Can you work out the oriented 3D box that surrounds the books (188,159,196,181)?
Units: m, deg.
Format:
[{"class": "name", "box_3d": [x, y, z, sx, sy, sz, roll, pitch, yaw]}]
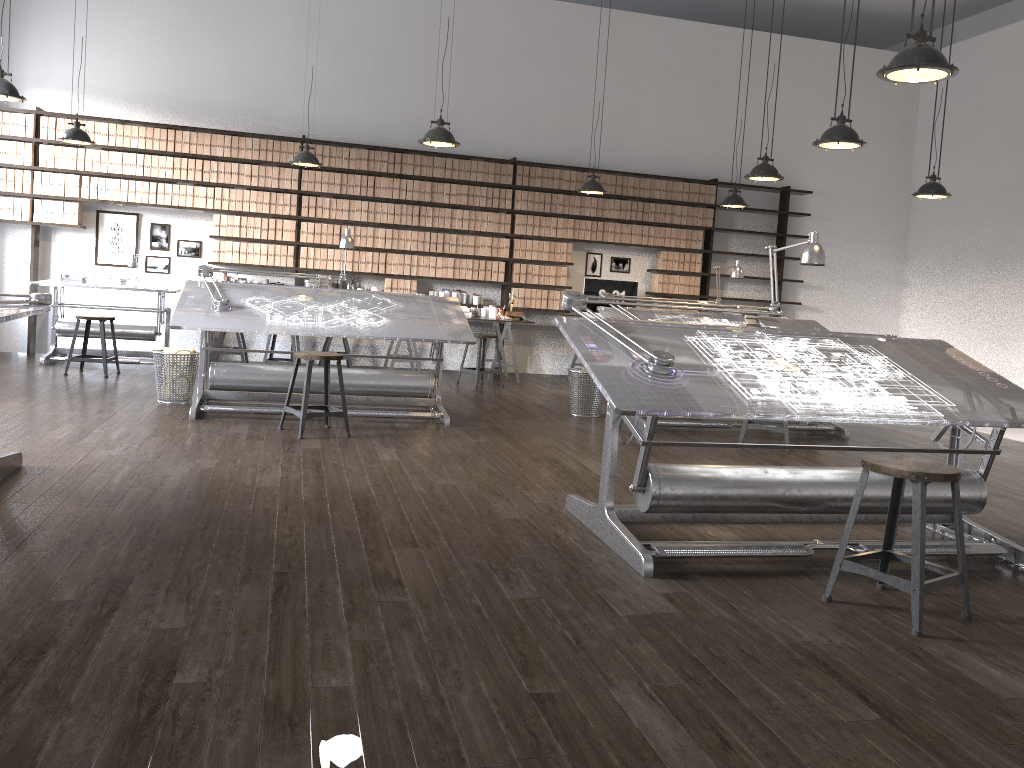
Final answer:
[{"class": "books", "box_3d": [-3.331, -2.221, 9.231, 0.066, 0.225, 0.175, 3, 5, -14]}]

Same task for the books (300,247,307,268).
[{"class": "books", "box_3d": [-2.249, -1.364, 9.556, 0.066, 0.225, 0.175, 3, 5, -14]}]

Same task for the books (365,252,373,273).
[{"class": "books", "box_3d": [-1.578, -1.336, 9.725, 0.066, 0.225, 0.175, 3, 5, -14]}]

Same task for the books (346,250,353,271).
[{"class": "books", "box_3d": [-1.780, -1.344, 9.673, 0.067, 0.225, 0.175, 3, 5, -14]}]

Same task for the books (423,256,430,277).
[{"class": "books", "box_3d": [-0.965, -1.312, 9.881, 0.066, 0.225, 0.175, 3, 5, -14]}]

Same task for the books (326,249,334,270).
[{"class": "books", "box_3d": [-1.976, -1.353, 9.625, 0.067, 0.225, 0.175, 3, 5, -14]}]

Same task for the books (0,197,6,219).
[{"class": "books", "box_3d": [-5.057, -1.749, 8.840, 0.066, 0.225, 0.175, 3, 5, -14]}]

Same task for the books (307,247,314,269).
[{"class": "books", "box_3d": [-2.180, -1.361, 9.577, 0.066, 0.225, 0.175, 3, 5, -14]}]

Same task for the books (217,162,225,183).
[{"class": "books", "box_3d": [-3.049, -2.210, 9.301, 0.066, 0.225, 0.175, 3, 5, -14]}]

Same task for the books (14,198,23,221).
[{"class": "books", "box_3d": [-4.925, -1.743, 8.869, 0.066, 0.225, 0.175, 3, 5, -14]}]

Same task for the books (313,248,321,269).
[{"class": "books", "box_3d": [-2.113, -1.359, 9.597, 0.066, 0.225, 0.175, 3, 5, -14]}]

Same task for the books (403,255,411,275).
[{"class": "books", "box_3d": [-1.169, -1.319, 9.825, 0.066, 0.225, 0.175, 3, 5, -14]}]

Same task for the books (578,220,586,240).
[{"class": "books", "box_3d": [0.789, -1.784, 10.277, 0.066, 0.225, 0.175, 3, 5, -14]}]

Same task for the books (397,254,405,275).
[{"class": "books", "box_3d": [-1.239, -1.322, 9.807, 0.067, 0.225, 0.175, 3, 5, -14]}]

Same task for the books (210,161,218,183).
[{"class": "books", "box_3d": [-3.116, -2.212, 9.280, 0.066, 0.225, 0.175, 3, 5, -14]}]

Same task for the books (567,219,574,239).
[{"class": "books", "box_3d": [0.656, -1.789, 10.238, 0.067, 0.225, 0.175, 3, 5, -14]}]

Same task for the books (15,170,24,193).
[{"class": "books", "box_3d": [-4.906, -2.019, 8.854, 0.067, 0.225, 0.175, 3, 5, -14]}]

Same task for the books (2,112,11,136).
[{"class": "books", "box_3d": [-4.997, -2.571, 8.795, 0.066, 0.225, 0.175, 3, 5, -14]}]

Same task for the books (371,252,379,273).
[{"class": "books", "box_3d": [-1.510, -1.334, 9.747, 0.066, 0.225, 0.175, 3, 5, -14]}]

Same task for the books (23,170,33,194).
[{"class": "books", "box_3d": [-4.836, -2.016, 8.877, 0.066, 0.225, 0.175, 3, 5, -14]}]

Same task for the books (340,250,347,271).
[{"class": "books", "box_3d": [-1.846, -1.348, 9.661, 0.066, 0.225, 0.175, 3, 5, -14]}]

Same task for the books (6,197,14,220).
[{"class": "books", "box_3d": [-4.995, -1.746, 8.851, 0.067, 0.225, 0.175, 3, 5, -14]}]

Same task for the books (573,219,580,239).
[{"class": "books", "box_3d": [0.720, -1.787, 10.260, 0.066, 0.225, 0.175, 3, 5, -14]}]

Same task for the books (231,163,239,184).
[{"class": "books", "box_3d": [-2.913, -2.203, 9.329, 0.067, 0.225, 0.175, 3, 5, -14]}]

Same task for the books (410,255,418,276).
[{"class": "books", "box_3d": [-1.099, -1.317, 9.846, 0.066, 0.225, 0.175, 3, 5, -14]}]

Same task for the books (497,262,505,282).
[{"class": "books", "box_3d": [-0.135, -1.277, 10.086, 0.066, 0.225, 0.175, 3, 5, -14]}]

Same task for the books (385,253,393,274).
[{"class": "books", "box_3d": [-1.365, -1.328, 9.783, 0.066, 0.225, 0.175, 3, 5, -14]}]

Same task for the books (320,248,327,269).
[{"class": "books", "box_3d": [-2.045, -1.356, 9.612, 0.066, 0.225, 0.175, 3, 5, -14]}]

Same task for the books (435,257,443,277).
[{"class": "books", "box_3d": [-0.826, -1.306, 9.914, 0.066, 0.225, 0.175, 3, 5, -14]}]

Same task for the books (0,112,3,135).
[{"class": "books", "box_3d": [-5.064, -2.574, 8.775, 0.066, 0.225, 0.175, 3, 5, -14]}]

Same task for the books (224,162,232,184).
[{"class": "books", "box_3d": [-2.980, -2.207, 9.318, 0.066, 0.225, 0.175, 3, 5, -14]}]

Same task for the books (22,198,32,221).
[{"class": "books", "box_3d": [-4.855, -1.741, 8.890, 0.066, 0.225, 0.175, 3, 5, -14]}]

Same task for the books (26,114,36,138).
[{"class": "books", "box_3d": [-4.790, -2.562, 8.843, 0.066, 0.225, 0.175, 3, 5, -14]}]

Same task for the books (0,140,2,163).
[{"class": "books", "box_3d": [-5.075, -2.298, 8.793, 0.066, 0.225, 0.175, 3, 5, -14]}]

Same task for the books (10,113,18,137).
[{"class": "books", "box_3d": [-4.929, -2.568, 8.810, 0.066, 0.225, 0.175, 3, 5, -14]}]

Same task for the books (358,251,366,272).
[{"class": "books", "box_3d": [-1.647, -1.340, 9.712, 0.066, 0.225, 0.175, 3, 5, -14]}]

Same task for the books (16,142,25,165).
[{"class": "books", "box_3d": [-4.885, -2.291, 8.843, 0.066, 0.225, 0.175, 3, 5, -14]}]

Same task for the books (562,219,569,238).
[{"class": "books", "box_3d": [0.590, -1.792, 10.226, 0.066, 0.225, 0.175, 3, 5, -14]}]

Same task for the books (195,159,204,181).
[{"class": "books", "box_3d": [-3.257, -2.218, 9.244, 0.067, 0.225, 0.175, 3, 5, -14]}]

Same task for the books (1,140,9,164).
[{"class": "books", "box_3d": [-5.015, -2.296, 8.809, 0.066, 0.225, 0.175, 3, 5, -14]}]

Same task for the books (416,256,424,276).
[{"class": "books", "box_3d": [-1.033, -1.315, 9.866, 0.066, 0.225, 0.175, 3, 5, -14]}]

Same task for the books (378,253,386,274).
[{"class": "books", "box_3d": [-1.436, -1.330, 9.760, 0.067, 0.225, 0.175, 3, 5, -14]}]

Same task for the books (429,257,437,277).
[{"class": "books", "box_3d": [-0.895, -1.308, 9.895, 0.067, 0.225, 0.175, 3, 5, -14]}]

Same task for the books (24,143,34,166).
[{"class": "books", "box_3d": [-4.816, -2.288, 8.860, 0.066, 0.225, 0.175, 3, 5, -14]}]

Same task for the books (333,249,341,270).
[{"class": "books", "box_3d": [-1.906, -1.350, 9.645, 0.066, 0.225, 0.175, 3, 5, -14]}]

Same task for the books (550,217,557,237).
[{"class": "books", "box_3d": [0.460, -1.797, 10.190, 0.067, 0.225, 0.175, 3, 5, -14]}]

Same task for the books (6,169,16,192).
[{"class": "books", "box_3d": [-4.980, -2.022, 8.841, 0.066, 0.225, 0.175, 3, 5, -14]}]

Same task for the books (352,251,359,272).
[{"class": "books", "box_3d": [-1.716, -1.342, 9.695, 0.066, 0.225, 0.175, 3, 5, -14]}]

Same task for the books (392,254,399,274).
[{"class": "books", "box_3d": [-1.301, -1.325, 9.796, 0.066, 0.225, 0.175, 3, 5, -14]}]

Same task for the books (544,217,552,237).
[{"class": "books", "box_3d": [0.391, -1.800, 10.177, 0.066, 0.225, 0.175, 3, 5, -14]}]

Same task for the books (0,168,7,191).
[{"class": "books", "box_3d": [-5.048, -2.024, 8.819, 0.066, 0.225, 0.175, 3, 5, -14]}]

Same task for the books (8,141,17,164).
[{"class": "books", "box_3d": [-4.949, -2.293, 8.821, 0.067, 0.225, 0.175, 3, 5, -14]}]

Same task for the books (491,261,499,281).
[{"class": "books", "box_3d": [-0.211, -1.280, 10.065, 0.067, 0.225, 0.175, 3, 5, -14]}]

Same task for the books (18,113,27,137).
[{"class": "books", "box_3d": [-4.860, -2.565, 8.823, 0.067, 0.225, 0.175, 3, 5, -14]}]

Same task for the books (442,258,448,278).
[{"class": "books", "box_3d": [-0.765, -1.303, 9.931, 0.066, 0.225, 0.175, 3, 5, -14]}]

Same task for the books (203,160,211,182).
[{"class": "books", "box_3d": [-3.186, -2.215, 9.267, 0.066, 0.225, 0.175, 3, 5, -14]}]
